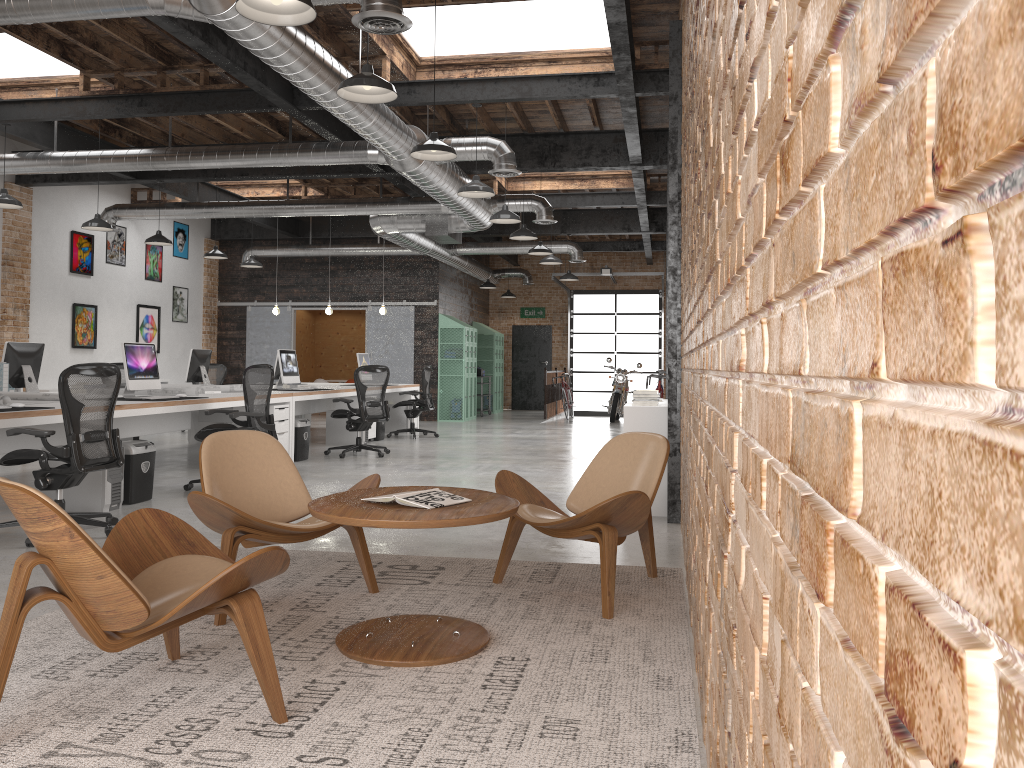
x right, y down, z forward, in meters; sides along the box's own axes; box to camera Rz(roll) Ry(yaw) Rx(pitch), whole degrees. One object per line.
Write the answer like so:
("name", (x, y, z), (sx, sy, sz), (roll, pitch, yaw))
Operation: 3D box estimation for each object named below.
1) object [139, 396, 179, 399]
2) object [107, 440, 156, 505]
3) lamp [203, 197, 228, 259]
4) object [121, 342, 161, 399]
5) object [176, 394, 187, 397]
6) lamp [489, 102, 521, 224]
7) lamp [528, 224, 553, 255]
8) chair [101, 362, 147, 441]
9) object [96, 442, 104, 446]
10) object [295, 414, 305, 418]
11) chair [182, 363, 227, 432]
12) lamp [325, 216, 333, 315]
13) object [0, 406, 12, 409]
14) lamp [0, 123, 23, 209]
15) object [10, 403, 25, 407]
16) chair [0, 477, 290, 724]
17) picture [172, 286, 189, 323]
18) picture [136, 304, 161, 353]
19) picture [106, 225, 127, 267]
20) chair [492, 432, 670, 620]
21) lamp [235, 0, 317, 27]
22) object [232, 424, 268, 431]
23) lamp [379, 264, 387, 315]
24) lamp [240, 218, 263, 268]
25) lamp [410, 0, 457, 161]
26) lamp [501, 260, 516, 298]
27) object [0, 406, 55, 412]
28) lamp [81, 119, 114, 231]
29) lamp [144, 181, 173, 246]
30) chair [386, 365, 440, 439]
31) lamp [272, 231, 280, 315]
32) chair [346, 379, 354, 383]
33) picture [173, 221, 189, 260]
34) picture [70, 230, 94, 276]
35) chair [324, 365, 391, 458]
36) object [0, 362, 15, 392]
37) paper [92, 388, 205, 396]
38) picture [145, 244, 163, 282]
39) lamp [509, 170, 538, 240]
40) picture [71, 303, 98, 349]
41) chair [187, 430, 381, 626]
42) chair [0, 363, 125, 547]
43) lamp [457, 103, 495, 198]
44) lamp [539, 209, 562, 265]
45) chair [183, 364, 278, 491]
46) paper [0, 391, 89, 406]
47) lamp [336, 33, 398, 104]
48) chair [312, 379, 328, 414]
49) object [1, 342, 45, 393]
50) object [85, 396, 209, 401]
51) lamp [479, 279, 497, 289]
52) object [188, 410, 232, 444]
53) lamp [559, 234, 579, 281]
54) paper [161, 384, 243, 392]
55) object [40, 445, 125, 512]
("object", (-3.058, 0.117, 7.691), (0.118, 0.017, 0.438), (1, 1, 10))
("object", (-2.973, 0.687, 6.919), (0.250, 0.466, 0.338), (0, -1, 10))
("lamp", (-4.537, -2.615, 13.594), (0.362, 1.365, 0.361), (0, -2, 17))
("object", (-3.270, -0.120, 7.761), (0.189, 0.486, 0.483), (0, 0, 10))
("object", (-2.995, 0.105, 8.013), (0.106, 0.028, 0.059), (1, 1, 9))
("lamp", (-0.072, -2.498, 9.913), (0.362, 1.365, 0.361), (1, -2, -18))
("lamp", (0.414, -2.551, 12.744), (0.362, 1.365, 0.361), (0, -2, 17))
("chair", (-4.992, 0.268, 11.286), (0.770, 1.087, 0.792), (1, -1, -22))
("object", (-4.525, 0.626, 9.463), (0.544, 0.455, 0.221), (1, -1, 10))
("object", (-3.672, 0.532, 14.437), (0.544, 0.455, 0.221), (1, -1, 10))
("chair", (-4.783, 0.213, 14.074), (0.770, 1.087, 0.792), (1, -1, -42))
("lamp", (-2.991, -1.971, 14.539), (0.123, 1.681, 0.123), (0, -2, 8))
("object", (-3.406, 0.155, 5.663), (0.118, 0.017, 0.438), (1, 1, 10))
("lamp", (-5.287, -2.279, 9.228), (0.362, 0.857, 0.361), (0, -1, 27))
("object", (-3.343, 0.143, 5.985), (0.106, 0.028, 0.059), (1, 1, 11))
("chair", (-1.164, 0.644, 2.877), (0.867, 0.753, 0.856), (1, 0, -14))
("picture", (-6.249, -1.495, 16.685), (0.018, 0.663, 0.532), (0, -1, 10))
("picture", (-6.416, -0.966, 15.621), (0.054, 0.843, 0.676), (0, -1, 10))
("picture", (-6.581, -2.312, 14.727), (0.018, 0.663, 0.532), (0, -1, 10))
("chair", (0.377, 0.630, 4.241), (0.867, 0.753, 0.856), (1, 0, -9))
("lamp", (-1.073, -2.387, 4.075), (0.362, 1.365, 0.361), (1, -2, -13))
("object", (-2.746, 0.650, 9.098), (0.541, 0.455, 0.221), (1, -1, 10))
("lamp", (-2.084, -1.959, 14.384), (0.123, 1.681, 0.123), (0, -2, 8))
("lamp", (-4.336, -2.384, 14.774), (0.362, 0.857, 0.361), (0, -1, 27))
("lamp", (-0.598, -2.440, 6.847), (0.362, 1.365, 0.361), (0, -2, 27))
("lamp", (-0.075, -2.711, 20.852), (0.362, 1.340, 0.361), (1, -2, -13))
("object", (-3.512, 0.167, 5.693), (0.687, 0.008, 0.848), (1, 1, 10))
("lamp", (-5.023, -2.562, 10.764), (0.362, 1.365, 0.361), (0, -2, 2))
("lamp", (-4.802, -2.333, 12.059), (0.362, 0.857, 0.361), (0, -1, 17))
("chair", (-1.491, 0.258, 13.356), (0.792, 1.087, 0.770), (1, -1, -12))
("lamp", (-3.898, -1.982, 14.695), (0.123, 1.681, 0.123), (0, -2, 8))
("chair", (-3.299, 0.284, 18.758), (0.618, 0.779, 0.580), (0, -1, 5))
("picture", (-6.241, -2.706, 16.698), (0.018, 0.663, 0.532), (0, -1, 10))
("picture", (-6.721, -2.038, 13.847), (0.042, 0.653, 0.524), (0, -1, 10))
("chair", (-1.843, 0.312, 10.594), (0.792, 1.087, 0.770), (0, -1, 18))
("object", (-4.386, -0.031, 7.503), (0.280, 0.313, 0.150), (0, -1, 10))
("paper", (-3.529, 0.071, 8.548), (1.134, 0.083, 0.083), (1, 0, 4))
("picture", (-6.395, -2.169, 15.816), (0.018, 0.663, 0.532), (0, -1, 10))
("lamp", (0.150, -2.269, 11.208), (0.362, 0.857, 0.361), (0, -2, 32))
("picture", (-6.709, -0.904, 13.906), (0.044, 0.698, 0.559), (0, -1, 10))
("chair", (-1.043, 0.618, 4.162), (0.856, 0.753, 0.867), (1, 0, -14))
("chair", (-2.848, 0.406, 5.563), (0.792, 1.087, 0.770), (1, -1, -7))
("lamp", (-0.336, -2.215, 8.378), (0.362, 0.857, 0.361), (0, -1, 27))
("lamp", (0.615, -2.320, 13.924), (0.362, 0.857, 0.361), (0, -1, 27))
("chair", (-2.348, 0.370, 7.559), (0.770, 1.087, 0.792), (0, -1, 33))
("paper", (-3.939, 0.106, 6.767), (0.975, 0.105, 1.074), (1, 1, 7))
("lamp", (-0.862, -2.157, 5.312), (0.362, 0.857, 0.361), (1, -1, -13))
("chair", (-3.995, 0.275, 18.877), (0.618, 0.779, 0.580), (0, -1, 5))
("object", (-4.424, -0.136, 8.030), (0.189, 0.486, 0.483), (0, 0, 10))
("object", (-3.163, 0.128, 7.728), (0.687, 0.008, 0.848), (1, 1, 10))
("lamp", (-0.493, -2.664, 18.419), (0.362, 1.340, 0.361), (1, -2, -13))
("object", (-4.092, 0.578, 11.989), (0.544, 0.455, 0.221), (1, -1, 10))
("lamp", (1.069, -2.371, 16.570), (0.362, 0.857, 0.361), (1, -1, -13))
("paper", (-3.538, 0.044, 9.961), (0.975, 0.105, 1.075), (0, 1, -26))
("object", (-3.179, 0.698, 6.571), (0.541, 0.455, 0.221), (1, -1, 10))
